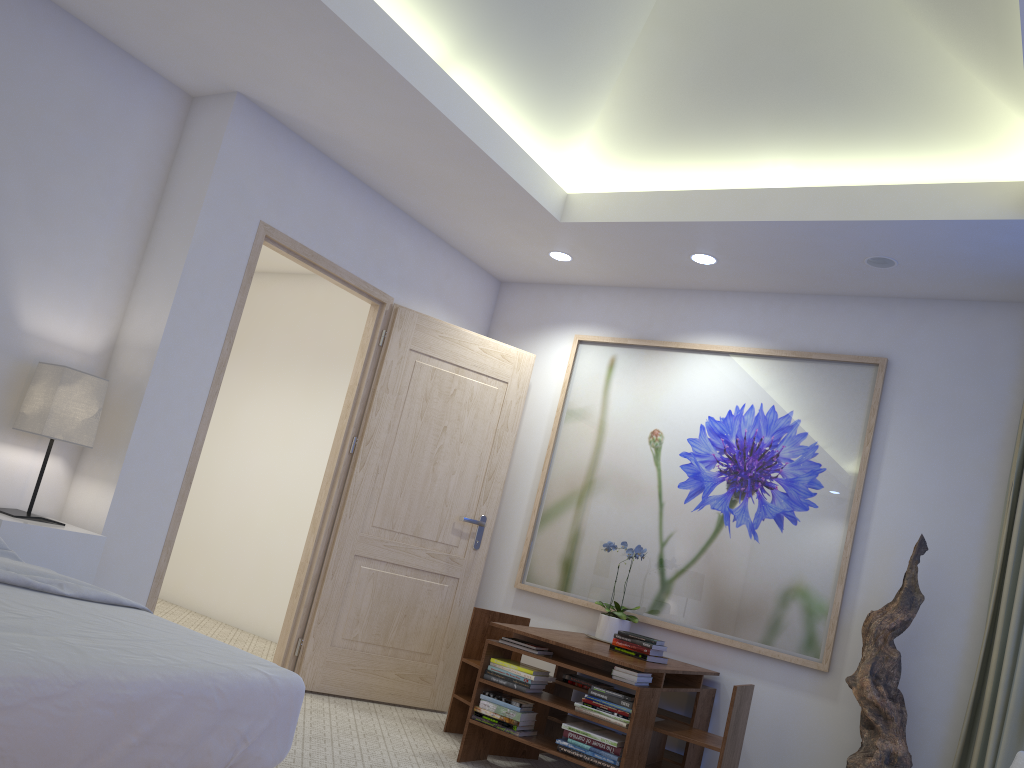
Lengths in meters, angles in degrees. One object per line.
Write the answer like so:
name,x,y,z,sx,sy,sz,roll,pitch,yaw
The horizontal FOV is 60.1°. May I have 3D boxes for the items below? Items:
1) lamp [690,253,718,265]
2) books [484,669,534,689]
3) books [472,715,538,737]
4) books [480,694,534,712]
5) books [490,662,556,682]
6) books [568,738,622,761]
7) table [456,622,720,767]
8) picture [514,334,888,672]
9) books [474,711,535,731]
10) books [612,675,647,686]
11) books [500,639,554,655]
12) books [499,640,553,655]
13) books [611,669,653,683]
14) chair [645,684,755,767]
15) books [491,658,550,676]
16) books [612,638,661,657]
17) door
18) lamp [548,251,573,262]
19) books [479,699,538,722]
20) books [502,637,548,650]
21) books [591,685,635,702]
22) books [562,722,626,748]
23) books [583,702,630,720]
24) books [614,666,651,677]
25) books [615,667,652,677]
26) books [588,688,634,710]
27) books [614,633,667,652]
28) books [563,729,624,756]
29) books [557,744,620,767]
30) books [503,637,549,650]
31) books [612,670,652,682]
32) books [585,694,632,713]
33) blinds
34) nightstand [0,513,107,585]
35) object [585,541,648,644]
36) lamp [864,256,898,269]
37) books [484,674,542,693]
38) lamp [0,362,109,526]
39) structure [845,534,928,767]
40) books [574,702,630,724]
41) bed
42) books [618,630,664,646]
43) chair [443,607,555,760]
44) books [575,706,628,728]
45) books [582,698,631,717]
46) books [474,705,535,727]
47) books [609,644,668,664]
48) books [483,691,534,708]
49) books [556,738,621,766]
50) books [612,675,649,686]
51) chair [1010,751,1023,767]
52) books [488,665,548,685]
lamp,0.927,-0.599,4.288,0.137,0.014,0.138,13,-11,6
books,0.016,1.270,3.811,0.233,0.019,0.145,7,-13,34
books,-0.028,1.455,3.777,0.242,0.019,0.170,7,-13,34
books,-0.021,1.365,3.790,0.204,0.018,0.120,7,-13,34
books,0.049,1.241,3.818,0.239,0.019,0.175,5,-14,39
books,0.364,1.460,3.542,0.233,0.018,0.171,5,-14,39
table,0.372,1.482,3.965,0.738,0.595,0.910,7,-12,34
picture,0.883,0.499,4.486,1.674,1.450,0.030,8,-10,34
books,-0.030,1.436,3.780,0.216,0.021,0.158,7,-13,34
books,0.475,1.184,3.538,0.102,0.013,0.144,7,-13,34
books,0.061,1.137,3.826,0.200,0.015,0.141,7,-13,34
books,0.061,1.137,3.826,0.200,0.014,0.138,7,-13,34
books,0.482,1.169,3.545,0.111,0.022,0.155,7,-13,34
chair,0.754,1.523,3.717,0.339,0.606,0.344,9,-10,29
books,0.038,1.221,3.822,0.216,0.018,0.158,7,-13,34
books,0.556,1.161,3.902,0.189,0.031,0.133,5,-14,39
door,-0.829,0.519,4.438,1.800,2.041,0.360,21,-11,-38
lamp,0.258,-0.677,4.738,0.137,0.014,0.138,13,-11,6
books,-0.014,1.390,3.774,0.207,0.035,0.146,7,-13,34
books,0.057,1.126,3.839,0.173,0.008,0.112,7,-13,34
books,0.423,1.248,3.574,0.176,0.017,0.114,7,-13,34
books,0.350,1.413,3.574,0.248,0.022,0.182,7,-13,34
books,0.406,1.313,3.558,0.204,0.011,0.150,7,-13,34
books,0.486,1.151,3.542,0.102,0.013,0.144,7,-13,34
books,0.486,1.151,3.542,0.100,0.012,0.141,7,-13,34
books,0.424,1.269,3.568,0.205,0.026,0.126,5,-14,39
books,0.566,1.138,3.902,0.205,0.020,0.126,4,-15,44
books,0.353,1.438,3.565,0.256,0.033,0.157,7,-13,34
books,0.345,1.499,3.561,0.275,0.032,0.194,7,-13,34
books,0.057,1.126,3.839,0.176,0.009,0.114,7,-13,34
books,0.482,1.169,3.546,0.108,0.020,0.152,7,-13,34
books,0.418,1.288,3.566,0.217,0.016,0.138,7,-13,34
blinds,1.900,0.836,3.445,0.296,2.357,0.645,16,-8,-14
nightstand,-2.430,0.482,2.383,0.399,0.595,2.579,8,-12,34
object,0.527,1.031,4.398,0.304,0.500,0.218,8,-10,34
lamp,1.597,-0.520,3.836,0.137,0.014,0.138,13,-11,6
books,0.009,1.289,3.812,0.216,0.020,0.158,7,-13,34
lamp,-1.762,0.227,3.386,0.209,0.578,0.212,8,-10,34
structure,1.515,1.287,3.621,0.304,1.384,0.266,8,-10,35
books,0.400,1.327,3.574,0.248,0.015,0.182,7,-13,34
bed,-1.717,0.475,2.014,2.012,0.809,1.991,7,-12,33
books,0.570,1.120,3.902,0.179,0.018,0.127,8,-12,29
chair,-0.033,1.436,4.274,0.343,0.606,0.340,19,-10,-30
books,0.398,1.340,3.566,0.239,0.017,0.175,5,-14,39
books,0.405,1.301,3.565,0.208,0.015,0.147,7,-13,34
books,-0.030,1.415,3.778,0.232,0.022,0.143,7,-13,34
books,0.559,1.190,3.901,0.156,0.027,0.212,23,-14,-40
books,-0.013,1.349,3.788,0.197,0.017,0.115,7,-13,34
books,0.340,1.473,3.556,0.283,0.018,0.183,7,-13,34
books,0.476,1.184,3.539,0.101,0.012,0.141,7,-13,34
chair,1.231,1.303,2.233,0.687,0.701,0.812,14,-9,-1
books,0.027,1.254,3.816,0.221,0.020,0.156,7,-13,34
